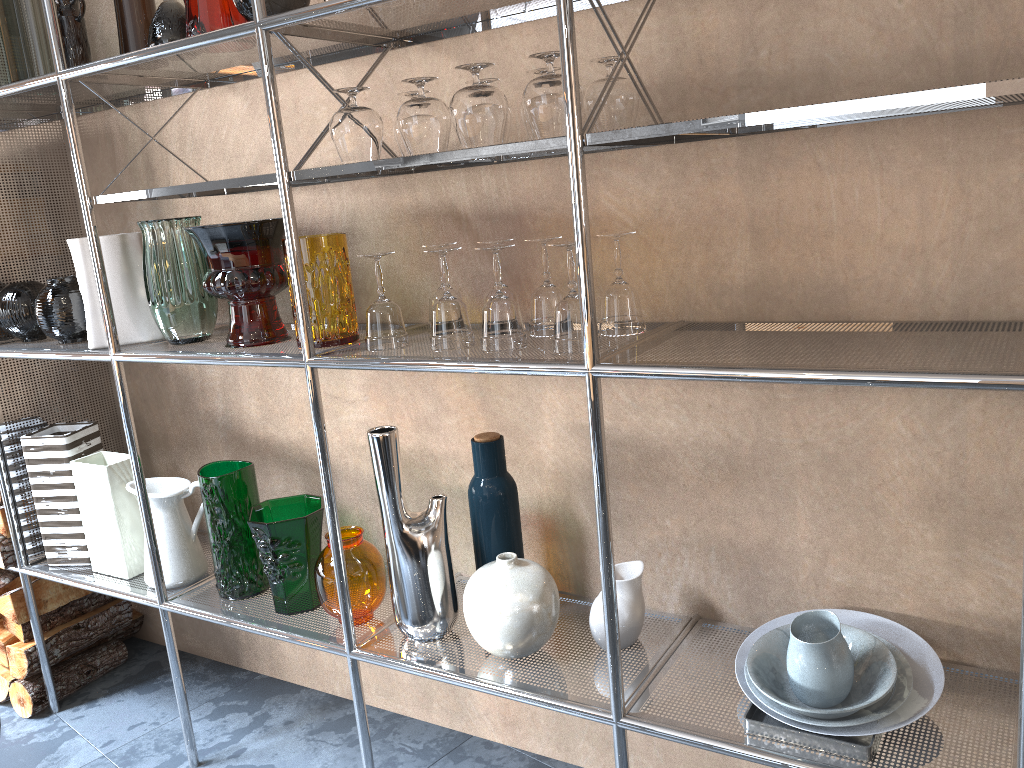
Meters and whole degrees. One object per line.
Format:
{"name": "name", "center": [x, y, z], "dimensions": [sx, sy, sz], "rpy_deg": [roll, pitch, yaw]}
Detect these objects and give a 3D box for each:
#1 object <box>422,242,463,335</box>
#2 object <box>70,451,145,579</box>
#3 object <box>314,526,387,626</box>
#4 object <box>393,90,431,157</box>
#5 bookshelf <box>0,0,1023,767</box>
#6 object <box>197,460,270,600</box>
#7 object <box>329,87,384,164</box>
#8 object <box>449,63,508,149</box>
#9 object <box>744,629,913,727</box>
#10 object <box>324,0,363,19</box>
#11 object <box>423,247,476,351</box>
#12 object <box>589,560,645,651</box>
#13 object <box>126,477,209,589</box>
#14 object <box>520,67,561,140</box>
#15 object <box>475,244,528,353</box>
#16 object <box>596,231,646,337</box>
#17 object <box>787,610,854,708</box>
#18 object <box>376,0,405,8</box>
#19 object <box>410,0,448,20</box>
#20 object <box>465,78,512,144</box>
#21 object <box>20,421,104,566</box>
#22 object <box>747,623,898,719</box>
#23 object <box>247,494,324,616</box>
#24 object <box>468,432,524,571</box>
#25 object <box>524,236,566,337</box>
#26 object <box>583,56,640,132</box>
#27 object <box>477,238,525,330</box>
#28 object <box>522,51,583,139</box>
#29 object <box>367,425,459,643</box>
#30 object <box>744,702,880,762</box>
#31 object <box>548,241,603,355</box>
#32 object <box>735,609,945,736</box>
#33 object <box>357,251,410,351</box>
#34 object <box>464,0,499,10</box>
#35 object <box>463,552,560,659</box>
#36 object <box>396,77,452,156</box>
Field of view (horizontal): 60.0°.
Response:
{"name": "object", "center": [-0.131, -0.185, 1.708], "dimensions": [0.081, 0.170, 0.081], "rpy_deg": [-13, 14, -31]}
{"name": "object", "center": [-0.980, 0.320, 2.189], "dimensions": [0.148, 0.287, 0.092], "rpy_deg": [2, 14, 32]}
{"name": "object", "center": [-0.331, 0.393, 1.817], "dimensions": [0.145, 0.188, 0.145], "rpy_deg": [0, 13, 23]}
{"name": "object", "center": [-0.176, -0.480, 1.660], "dimensions": [0.092, 0.124, 0.092], "rpy_deg": [-13, 14, -31]}
{"name": "bookshelf", "center": [-0.218, -2.137, 1.150], "dimensions": [10.739, 6.217, 0.421], "rpy_deg": [2, 14, 32]}
{"name": "object", "center": [-0.624, 0.325, 1.999], "dimensions": [0.125, 0.295, 0.130], "rpy_deg": [-13, 14, -32]}
{"name": "object", "center": [-0.267, -0.441, 1.524], "dimensions": [0.092, 0.124, 0.092], "rpy_deg": [-13, 14, -31]}
{"name": "object", "center": [-0.052, -0.432, 1.385], "dimensions": [0.092, 0.124, 0.092], "rpy_deg": [-13, 14, -31]}
{"name": "object", "center": [0.494, 0.457, 1.393], "dimensions": [0.249, 0.052, 0.246], "rpy_deg": [5, 16, 40]}
{"name": "object", "center": [-0.287, -0.707, 1.466], "dimensions": [0.071, 0.184, 0.070], "rpy_deg": [-4, 12, 8]}
{"name": "object", "center": [-0.112, -0.149, 1.536], "dimensions": [0.081, 0.170, 0.081], "rpy_deg": [1, 14, 27]}
{"name": "object", "center": [0.194, 0.409, 1.626], "dimensions": [0.102, 0.142, 0.100], "rpy_deg": [-3, 13, 12]}
{"name": "object", "center": [-0.802, 0.343, 2.109], "dimensions": [0.171, 0.245, 0.146], "rpy_deg": [-12, 14, -27]}
{"name": "object", "center": [0.060, -0.471, 1.514], "dimensions": [0.092, 0.124, 0.092], "rpy_deg": [-13, 14, -31]}
{"name": "object", "center": [-0.021, -0.144, 1.474], "dimensions": [0.081, 0.170, 0.081], "rpy_deg": [1, 14, 27]}
{"name": "object", "center": [0.183, -0.172, 1.514], "dimensions": [0.081, 0.170, 0.081], "rpy_deg": [-13, 14, -31]}
{"name": "object", "center": [0.471, 0.416, 1.355], "dimensions": [0.098, 0.136, 0.101], "rpy_deg": [-2, 13, 16]}
{"name": "object", "center": [-0.209, -0.703, 1.410], "dimensions": [0.071, 0.184, 0.070], "rpy_deg": [-4, 12, 8]}
{"name": "object", "center": [-0.152, -0.737, 1.543], "dimensions": [0.071, 0.184, 0.070], "rpy_deg": [-4, 12, 8]}
{"name": "object", "center": [-0.047, -0.475, 1.580], "dimensions": [0.092, 0.124, 0.092], "rpy_deg": [-13, 14, -31]}
{"name": "object", "center": [-1.138, 0.283, 2.295], "dimensions": [0.139, 0.347, 0.140], "rpy_deg": [-3, 13, 12]}
{"name": "object", "center": [0.472, 0.450, 1.359], "dimensions": [0.217, 0.080, 0.215], "rpy_deg": [5, 16, 40]}
{"name": "object", "center": [-0.469, 0.370, 1.907], "dimensions": [0.157, 0.219, 0.161], "rpy_deg": [-8, 13, -11]}
{"name": "object", "center": [-0.032, 0.281, 1.770], "dimensions": [0.099, 0.372, 0.099], "rpy_deg": [-7, 12, -9]}
{"name": "object", "center": [0.063, -0.174, 1.576], "dimensions": [0.081, 0.170, 0.081], "rpy_deg": [1, 14, 27]}
{"name": "object", "center": [0.163, -0.467, 1.451], "dimensions": [0.092, 0.124, 0.092], "rpy_deg": [-13, 14, -31]}
{"name": "object", "center": [-0.023, -0.181, 1.646], "dimensions": [0.081, 0.170, 0.081], "rpy_deg": [1, 14, 27]}
{"name": "object", "center": [0.061, -0.432, 1.339], "dimensions": [0.092, 0.124, 0.092], "rpy_deg": [-13, 14, -31]}
{"name": "object", "center": [-0.184, 0.284, 1.709], "dimensions": [0.129, 0.420, 0.129], "rpy_deg": [3, 15, 35]}
{"name": "object", "center": [0.474, 0.499, 1.370], "dimensions": [0.184, 0.024, 0.184], "rpy_deg": [2, 15, 32]}
{"name": "object", "center": [0.096, -0.137, 1.393], "dimensions": [0.081, 0.170, 0.081], "rpy_deg": [-13, 14, -31]}
{"name": "object", "center": [0.515, 0.455, 1.411], "dimensions": [0.311, 0.058, 0.308], "rpy_deg": [5, 16, 40]}
{"name": "object", "center": [-0.234, -0.150, 1.595], "dimensions": [0.081, 0.170, 0.081], "rpy_deg": [-13, 14, -31]}
{"name": "object", "center": [-0.059, -0.738, 1.505], "dimensions": [0.071, 0.184, 0.070], "rpy_deg": [-4, 12, 8]}
{"name": "object", "center": [-0.001, 0.403, 1.627], "dimensions": [0.177, 0.188, 0.177], "rpy_deg": [-9, 13, -16]}
{"name": "object", "center": [-0.147, -0.444, 1.483], "dimensions": [0.092, 0.124, 0.092], "rpy_deg": [-13, 14, -31]}
